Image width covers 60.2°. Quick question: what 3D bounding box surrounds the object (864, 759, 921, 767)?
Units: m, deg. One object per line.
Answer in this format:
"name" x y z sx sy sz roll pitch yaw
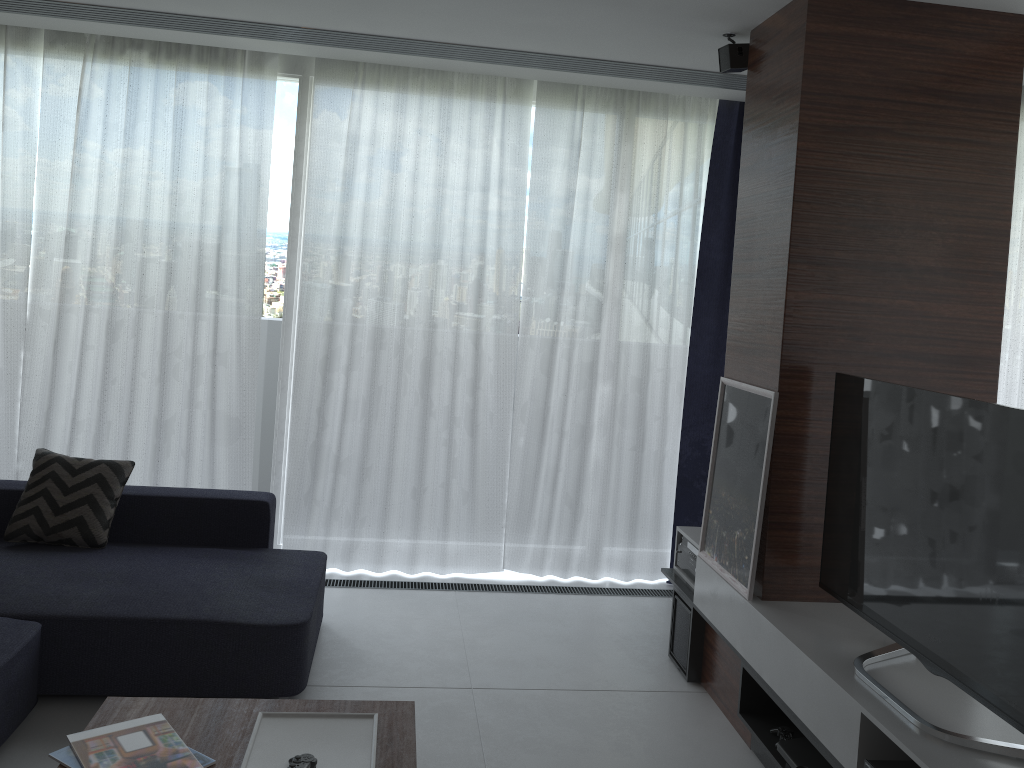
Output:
"object" 1.062 0.987 1.996 0.335 0.053 0.433 3 6 -7

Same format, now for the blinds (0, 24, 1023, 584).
"blinds" -0.846 -0.158 1.761 7.131 2.765 5.829 4 5 -4

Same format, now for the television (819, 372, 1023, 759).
"television" 1.128 0.423 2.271 0.297 0.783 1.237 4 4 -8

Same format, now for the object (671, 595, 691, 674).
"object" 0.806 1.018 3.590 0.254 0.250 0.214 4 3 -7

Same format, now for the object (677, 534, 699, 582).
"object" 0.916 0.754 3.692 0.368 0.150 0.371 4 5 -7

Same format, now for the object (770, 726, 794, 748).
"object" 0.853 1.104 2.767 0.071 0.036 0.113 5 5 6

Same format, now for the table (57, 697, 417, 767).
"table" -0.626 1.048 1.965 0.804 0.351 0.805 4 5 -7

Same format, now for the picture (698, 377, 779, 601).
"picture" 0.806 0.347 3.190 0.053 0.699 0.502 4 3 -8

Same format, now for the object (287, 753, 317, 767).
"object" -0.486 0.869 1.996 0.071 0.036 0.113 5 5 6

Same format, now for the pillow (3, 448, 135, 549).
"pillow" -1.820 0.471 3.638 0.415 0.344 0.287 4 3 -2

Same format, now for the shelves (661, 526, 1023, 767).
"shelves" 1.226 1.025 2.763 0.872 0.497 2.362 4 6 -7

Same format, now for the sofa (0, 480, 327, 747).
"sofa" -1.578 0.799 2.478 1.897 0.606 2.889 3 6 -7

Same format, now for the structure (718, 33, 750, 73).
"structure" 0.884 -1.308 3.504 0.114 0.142 0.085 3 2 -17

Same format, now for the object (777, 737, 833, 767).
"object" 0.971 1.121 2.524 0.313 0.067 0.316 3 6 -7
